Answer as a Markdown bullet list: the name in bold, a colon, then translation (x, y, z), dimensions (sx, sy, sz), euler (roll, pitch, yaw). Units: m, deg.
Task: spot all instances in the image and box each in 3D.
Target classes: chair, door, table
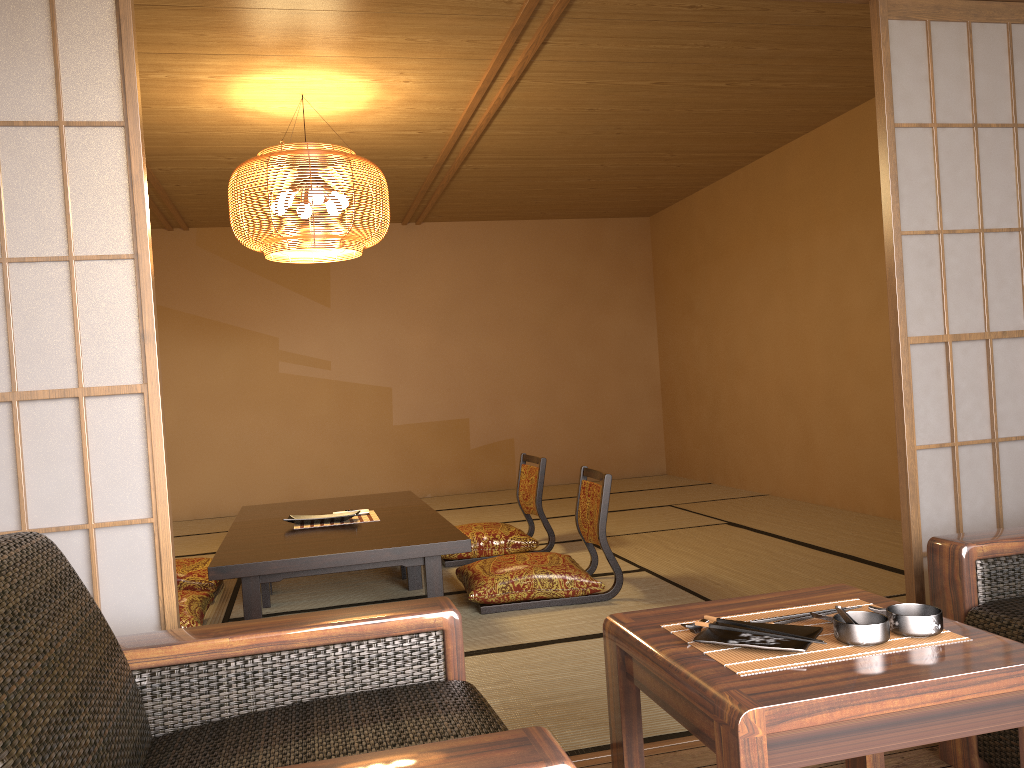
- **chair**: translation (1.502, 0.464, 1.767), dimensions (0.943, 0.779, 0.872), euler (-4, 0, -13)
- **door**: translation (1.533, -0.120, 2.544), dimensions (0.992, 1.934, 0.040), euler (-4, 1, -13)
- **door**: translation (-1.268, 0.069, 1.880), dimensions (0.992, 1.934, 0.040), euler (-4, 1, -13)
- **table**: translation (-0.748, 0.835, 3.885), dimensions (0.994, 0.357, 0.995), euler (-4, 0, -13)
- **table**: translation (0.512, 0.667, 1.494), dimensions (0.540, 0.500, 0.540), euler (-4, 0, -13)
- **chair**: translation (0.097, 0.683, 4.015), dimensions (0.686, 0.546, 0.582), euler (-4, 0, -9)
- **table**: translation (-0.979, 0.855, 4.852), dimensions (0.994, 0.357, 0.995), euler (-4, 0, -13)
- **chair**: translation (-0.160, 0.705, 5.072), dimensions (0.698, 0.546, 0.582), euler (-4, 0, -14)
- **chair**: translation (-0.435, 0.595, 1.308), dimensions (0.943, 0.779, 0.872), euler (-4, 0, -13)
- **chair**: translation (-1.822, 0.816, 4.497), dimensions (0.686, 0.546, 0.582), euler (-4, 0, -9)
- **chair**: translation (-1.621, 0.799, 3.668), dimensions (0.698, 0.546, 0.582), euler (-4, 0, -14)

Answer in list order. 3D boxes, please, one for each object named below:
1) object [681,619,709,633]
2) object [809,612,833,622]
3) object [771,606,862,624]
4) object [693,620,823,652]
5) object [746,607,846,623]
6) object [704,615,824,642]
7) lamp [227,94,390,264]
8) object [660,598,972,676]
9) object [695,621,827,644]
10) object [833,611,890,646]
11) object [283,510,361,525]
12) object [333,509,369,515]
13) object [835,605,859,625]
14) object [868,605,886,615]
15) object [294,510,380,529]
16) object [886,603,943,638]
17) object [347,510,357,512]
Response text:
- **object**: translation (0.316, 0.419, 1.529), dimensions (0.050, 0.018, 0.015), euler (-4, 0, -27)
- **object**: translation (0.568, 0.398, 1.539), dimensions (0.130, 0.026, 0.038), euler (-4, 0, -29)
- **object**: translation (0.533, 0.411, 1.571), dimensions (0.230, 0.007, 0.006), euler (-4, 0, -24)
- **object**: translation (0.402, 0.414, 1.449), dimensions (0.181, 0.015, 0.131), euler (-4, 0, 32)
- **object**: translation (0.499, 0.413, 1.579), dimensions (0.230, 0.007, 0.006), euler (-4, 0, -18)
- **object**: translation (0.411, 0.403, 1.464), dimensions (0.006, 0.007, 0.230), euler (-4, 0, -39)
- **lamp**: translation (-1.034, -1.062, 4.504), dimensions (0.798, 0.826, 0.798), euler (-4, 0, 10)
- **object**: translation (0.494, 0.417, 1.490), dimensions (0.401, 0.003, 0.300), euler (-4, 0, -13)
- **object**: translation (0.400, 0.404, 1.443), dimensions (0.230, 0.007, 0.006), euler (-4, 0, 42)
- **object**: translation (0.560, 0.393, 1.420), dimensions (0.084, 0.037, 0.084), euler (-4, 0, -22)
- **object**: translation (-0.913, 0.648, 4.270), dimensions (0.349, 0.039, 0.129), euler (-4, 0, 0)
- **object**: translation (-0.812, 0.654, 4.476), dimensions (0.180, 0.014, 0.130), euler (-4, 0, -11)
- **object**: translation (0.541, 0.371, 1.400), dimensions (0.038, 0.068, 0.117), euler (-3, 0, 42)
- **object**: translation (0.647, 0.397, 1.541), dimensions (0.050, 0.018, 0.015), euler (-4, 0, 29)
- **object**: translation (-0.867, 0.665, 4.366), dimensions (0.401, 0.003, 0.398), euler (-4, 0, -13)
- **object**: translation (0.656, 0.386, 1.445), dimensions (0.084, 0.037, 0.084), euler (-4, 0, 15)
- **object**: translation (-0.810, 0.648, 4.491), dimensions (0.050, 0.018, 0.015), euler (-4, 0, -16)
